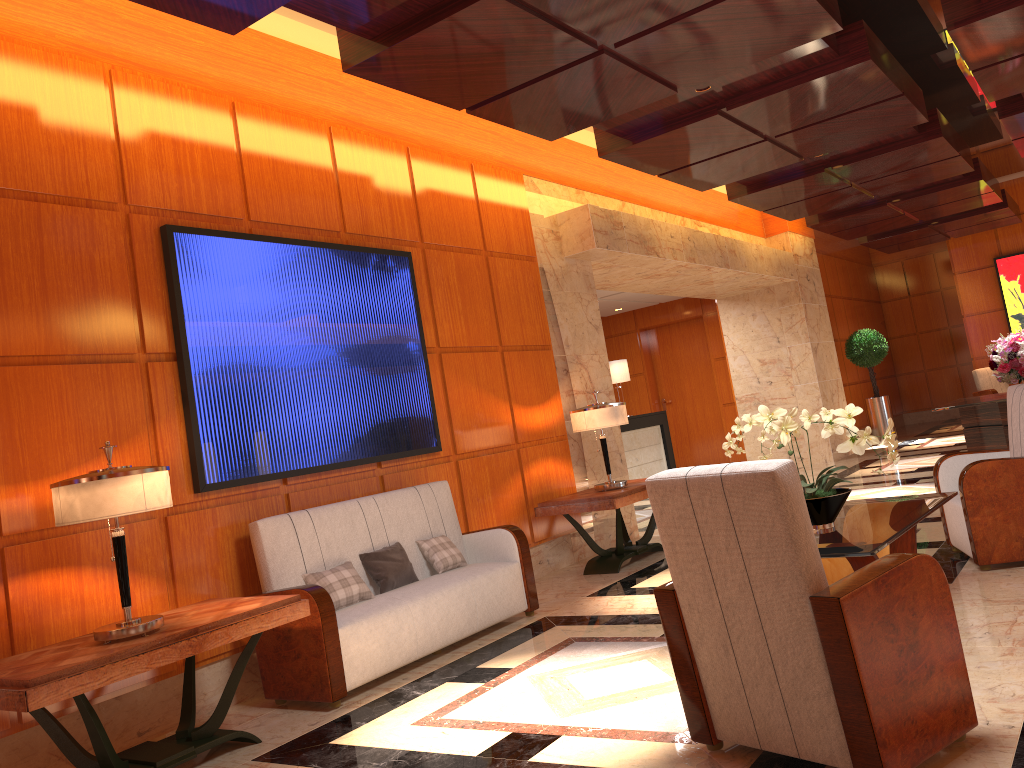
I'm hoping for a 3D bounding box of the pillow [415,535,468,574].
[{"bbox_3d":[-0.434,1.066,5.540,0.201,0.230,0.273,-13,-5,37],"label":"pillow"}]

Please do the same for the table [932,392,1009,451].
[{"bbox_3d":[5.201,0.441,8.713,1.594,0.747,1.602,-12,-4,34],"label":"table"}]

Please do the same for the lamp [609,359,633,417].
[{"bbox_3d":[1.550,0.078,12.849,0.373,0.823,0.370,-6,-6,-30],"label":"lamp"}]

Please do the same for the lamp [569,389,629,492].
[{"bbox_3d":[0.730,0.443,7.097,0.456,0.813,0.459,-14,-7,43],"label":"lamp"}]

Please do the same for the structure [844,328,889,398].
[{"bbox_3d":[6.070,-0.104,14.927,0.720,1.719,0.720,-11,-5,12],"label":"structure"}]

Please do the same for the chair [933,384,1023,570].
[{"bbox_3d":[2.857,0.511,5.180,0.627,0.964,0.736,-11,-5,13],"label":"chair"}]

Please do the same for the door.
[{"bbox_3d":[3.155,0.204,15.928,1.280,2.706,0.341,-13,-6,34],"label":"door"}]

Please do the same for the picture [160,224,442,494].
[{"bbox_3d":[-1.202,-0.189,5.541,0.056,1.457,1.998,-13,-5,34],"label":"picture"}]

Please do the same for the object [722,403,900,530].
[{"bbox_3d":[1.423,0.375,4.215,0.787,0.619,0.416,-10,-5,12],"label":"object"}]

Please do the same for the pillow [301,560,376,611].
[{"bbox_3d":[-0.942,1.103,4.820,0.194,0.228,0.344,-13,-5,39],"label":"pillow"}]

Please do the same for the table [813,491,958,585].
[{"bbox_3d":[1.627,0.908,4.227,0.719,0.498,1.562,-12,-5,37],"label":"table"}]

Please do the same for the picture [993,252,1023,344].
[{"bbox_3d":[9.588,-1.564,15.268,1.988,1.743,0.056,-12,-6,34],"label":"picture"}]

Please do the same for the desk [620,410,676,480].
[{"bbox_3d":[1.154,1.097,12.076,0.937,1.145,2.928,-13,-5,35],"label":"desk"}]

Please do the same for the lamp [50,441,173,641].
[{"bbox_3d":[-1.636,0.631,3.682,0.459,0.797,0.457,-9,-5,-4],"label":"lamp"}]

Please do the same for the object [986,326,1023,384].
[{"bbox_3d":[5.077,-0.251,8.764,0.648,0.661,0.680,-12,-5,26],"label":"object"}]

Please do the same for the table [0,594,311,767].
[{"bbox_3d":[-1.536,1.344,3.708,0.722,0.609,1.271,-12,-5,35],"label":"table"}]

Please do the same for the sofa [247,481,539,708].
[{"bbox_3d":[-0.646,1.104,5.167,0.610,0.936,1.800,-13,-5,35],"label":"sofa"}]

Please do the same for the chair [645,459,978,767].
[{"bbox_3d":[0.920,0.701,2.896,0.630,0.964,0.734,-6,-6,-36],"label":"chair"}]

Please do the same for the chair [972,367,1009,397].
[{"bbox_3d":[8.461,0.163,15.298,0.738,0.964,0.626,-9,-5,-7],"label":"chair"}]

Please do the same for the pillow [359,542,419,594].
[{"bbox_3d":[-0.719,1.079,5.194,0.159,0.254,0.358,-12,-5,31],"label":"pillow"}]

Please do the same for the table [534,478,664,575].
[{"bbox_3d":[0.867,1.145,7.179,0.722,0.609,1.271,-12,-5,35],"label":"table"}]
